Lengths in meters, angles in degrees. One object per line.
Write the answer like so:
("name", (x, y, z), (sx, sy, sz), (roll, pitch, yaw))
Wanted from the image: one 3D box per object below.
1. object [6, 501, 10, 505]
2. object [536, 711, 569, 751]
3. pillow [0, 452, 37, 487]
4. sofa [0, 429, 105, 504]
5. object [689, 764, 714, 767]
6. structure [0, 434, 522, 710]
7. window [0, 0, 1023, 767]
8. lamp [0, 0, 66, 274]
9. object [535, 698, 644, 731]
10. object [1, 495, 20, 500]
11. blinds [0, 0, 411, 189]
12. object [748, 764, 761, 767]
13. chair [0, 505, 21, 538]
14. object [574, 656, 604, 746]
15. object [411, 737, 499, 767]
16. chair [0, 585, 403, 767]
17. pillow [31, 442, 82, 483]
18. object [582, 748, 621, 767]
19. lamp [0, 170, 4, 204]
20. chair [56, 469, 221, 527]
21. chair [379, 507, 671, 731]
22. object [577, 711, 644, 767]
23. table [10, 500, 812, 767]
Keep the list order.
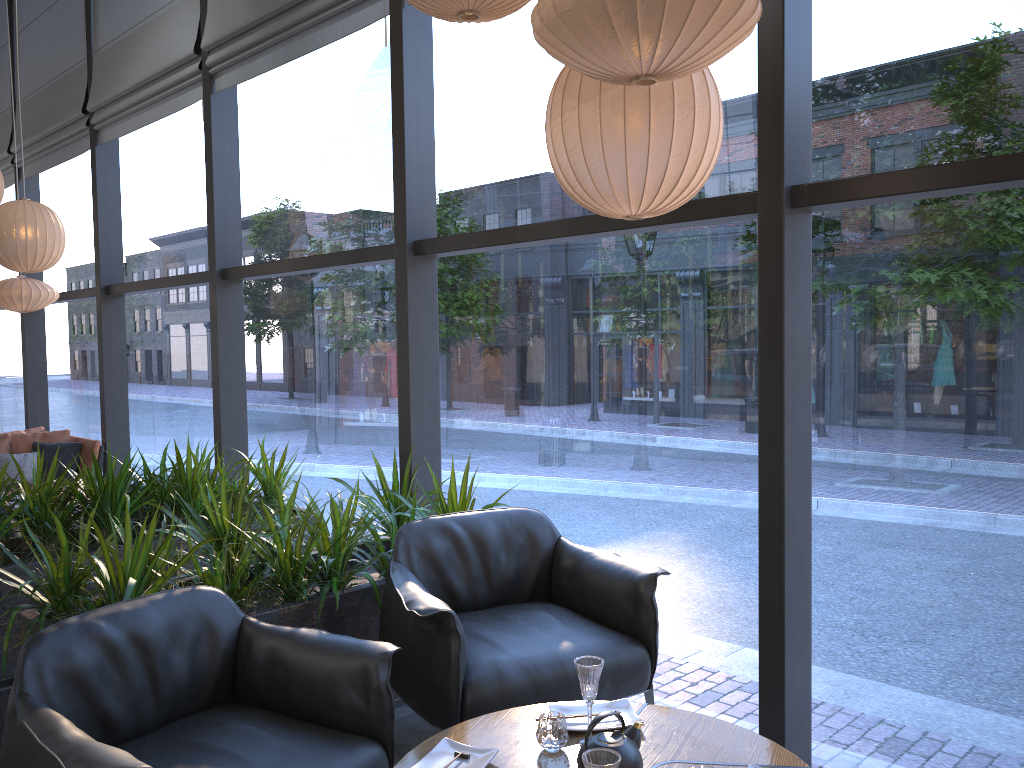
("object", (-3.418, 0.814, 5.959), (0.086, 0.086, 0.086), (-3, 4, -41))
("object", (0.108, 0.933, 2.375), (0.086, 0.086, 0.086), (-1, 3, -7))
("pillow", (-4.056, 0.704, 7.244), (0.332, 0.263, 0.203), (-2, 3, -25))
("sofa", (-4.495, 0.847, 6.979), (2.226, 0.811, 0.864), (-4, 4, -45))
("object", (0.444, 0.943, 2.064), (0.086, 0.086, 0.086), (-3, 4, -41))
("structure", (-7.838, 1.179, 4.152), (15.715, 1.608, 4.306), (-1, 3, -6))
("window", (-6.488, -0.865, 1.588), (12.900, 5.897, 12.739), (-4, 4, -45))
("lamp", (-4.674, -2.128, 2.870), (0.468, 3.124, 6.999), (0, 3, 26))
("object", (0.212, 0.954, 2.536), (0.294, 0.025, 0.170), (-1, 3, -9))
("object", (-3.649, 0.826, 6.431), (0.294, 0.025, 0.170), (-1, 3, -9))
("blinds", (-6.760, -2.867, 5.846), (17.610, 2.314, 8.760), (-1, 3, -1))
("object", (0.607, 0.972, 2.057), (0.170, 0.025, 0.294), (0, 3, 26))
("chair", (-3.153, 0.966, 4.798), (1.030, 0.743, 0.833), (-3, 4, -38))
("object", (0.209, 0.859, 2.397), (0.082, 0.227, 0.082), (1, 3, 27))
("object", (-0.170, 0.975, 2.232), (0.170, 0.025, 0.294), (0, 3, 26))
("chair", (-0.894, 1.040, 2.529), (0.833, 0.743, 1.030), (1, 3, 31))
("pillow", (-3.849, 0.659, 7.435), (0.418, 0.345, 0.242), (-1, 3, -4))
("object", (0.188, 0.886, 1.847), (0.082, 0.227, 0.082), (-1, 3, -2))
("lamp", (-3.693, -2.293, 5.909), (0.465, 2.374, 0.465), (-2, 3, -21))
("chair", (-2.315, 0.912, 5.632), (0.833, 0.743, 1.030), (1, 3, 31))
("chair", (-0.011, 0.908, 3.372), (1.030, 0.743, 0.833), (-3, 3, -30))
("object", (0.241, 0.894, 2.185), (0.163, 0.179, 0.168), (0, 3, 11))
("table", (-4.688, 1.502, 3.075), (6.876, 0.968, 10.659), (-4, 4, -44))
